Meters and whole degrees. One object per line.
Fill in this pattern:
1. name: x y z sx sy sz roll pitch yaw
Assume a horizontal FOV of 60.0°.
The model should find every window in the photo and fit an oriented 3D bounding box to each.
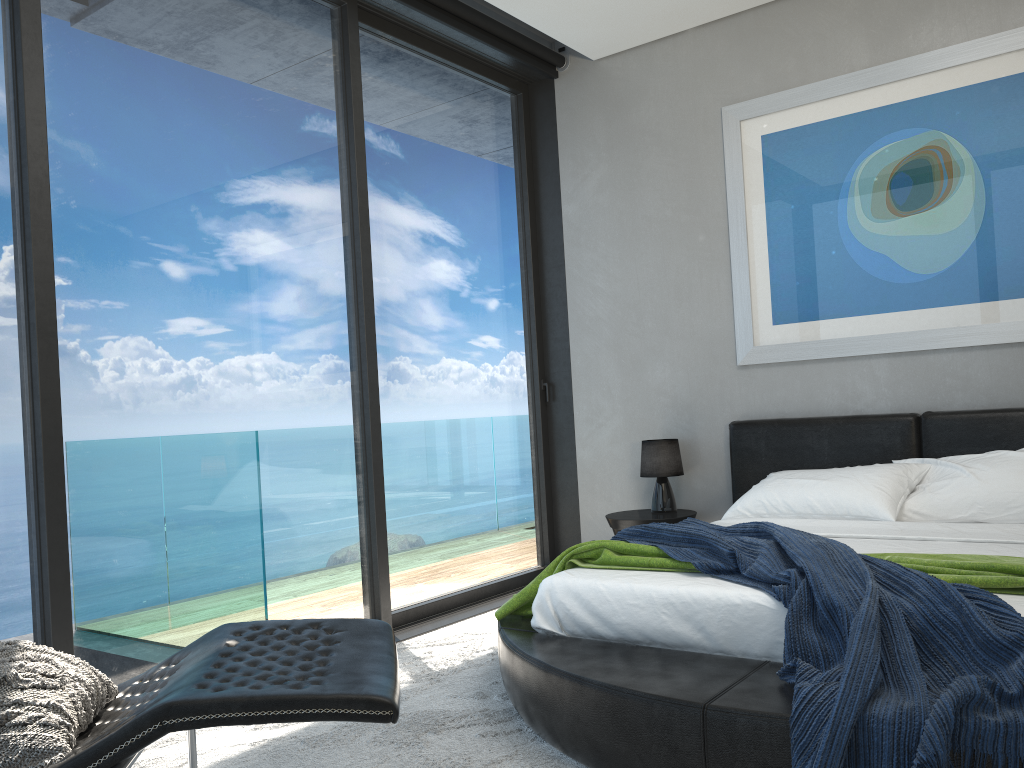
1. window: 1.633 -0.497 4.667 3.599 3.182 9.720 -4 -2 36

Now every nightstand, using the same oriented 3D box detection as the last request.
1. nightstand: 0.772 0.931 4.854 0.496 0.440 0.497 -2 -2 -42

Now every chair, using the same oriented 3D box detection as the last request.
1. chair: -0.870 0.643 1.780 1.281 0.995 0.639 -3 -1 -8

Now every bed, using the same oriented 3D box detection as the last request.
1. bed: 1.234 0.604 3.226 2.757 0.933 2.616 -5 -2 37

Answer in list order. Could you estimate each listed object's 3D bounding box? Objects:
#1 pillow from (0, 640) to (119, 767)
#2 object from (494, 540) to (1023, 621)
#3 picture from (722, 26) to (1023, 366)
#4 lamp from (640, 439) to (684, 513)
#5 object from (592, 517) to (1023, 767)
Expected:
1. pillow: -1.001 0.645 1.764 0.313 0.199 0.442 -3 -2 -12
2. object: 0.952 0.681 2.847 2.304 0.342 0.646 -5 -2 36
3. picture: 1.904 -0.859 4.265 1.801 1.400 0.025 -4 -1 37
4. lamp: 0.832 0.509 4.921 0.241 0.400 0.219 -3 -1 6
5. object: 0.768 0.750 2.864 0.685 0.567 2.155 -3 -2 -12
